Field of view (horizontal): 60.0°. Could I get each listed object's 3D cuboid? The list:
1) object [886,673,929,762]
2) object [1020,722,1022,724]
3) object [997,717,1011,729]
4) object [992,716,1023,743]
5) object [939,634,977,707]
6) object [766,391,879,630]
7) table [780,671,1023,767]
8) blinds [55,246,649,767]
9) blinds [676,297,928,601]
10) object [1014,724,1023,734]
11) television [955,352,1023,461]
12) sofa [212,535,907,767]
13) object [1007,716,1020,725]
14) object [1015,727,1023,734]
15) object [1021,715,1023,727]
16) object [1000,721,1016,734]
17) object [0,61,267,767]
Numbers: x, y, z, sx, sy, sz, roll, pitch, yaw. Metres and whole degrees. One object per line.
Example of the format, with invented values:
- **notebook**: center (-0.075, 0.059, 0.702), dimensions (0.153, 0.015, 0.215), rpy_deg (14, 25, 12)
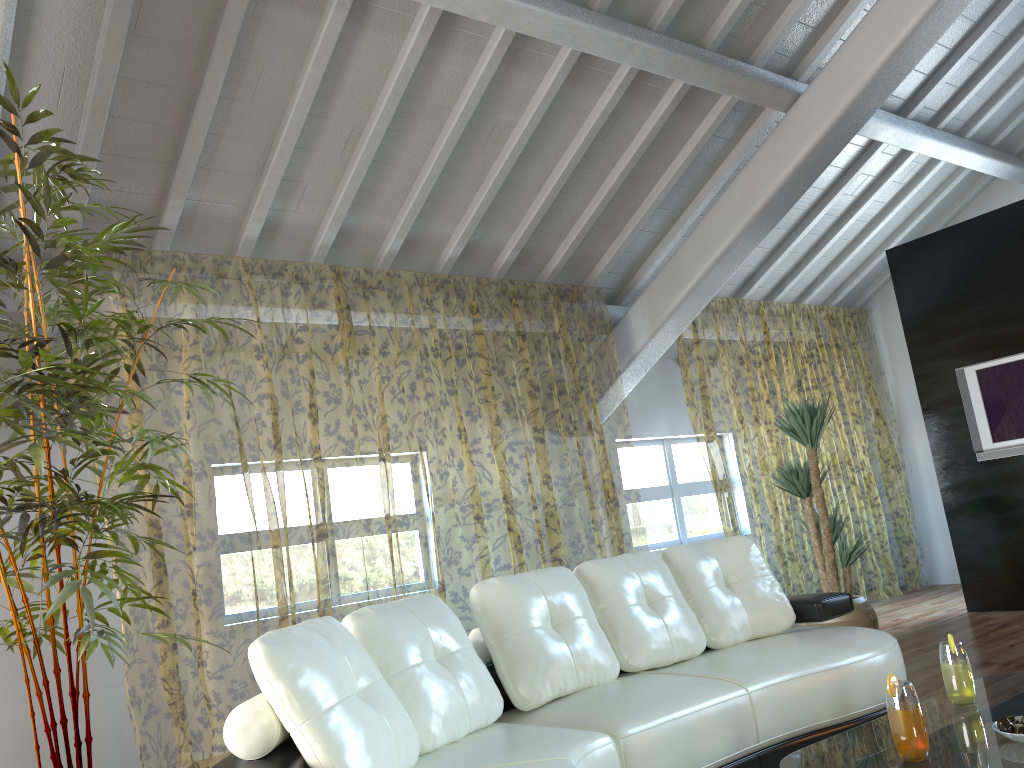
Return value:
- **object**: center (0.881, 0.744, 1.991), dimensions (0.081, 0.192, 0.075), rpy_deg (-8, -10, -3)
- **object**: center (1.184, 0.787, 2.037), dimensions (0.031, 0.031, 0.030), rpy_deg (-6, -10, -11)
- **object**: center (1.130, 0.782, 2.035), dimensions (0.030, 0.031, 0.032), rpy_deg (-3, -12, -29)
- **object**: center (1.184, 0.783, 1.999), dimensions (0.178, 0.031, 0.178), rpy_deg (2, -14, -45)
- **object**: center (1.198, 0.770, 2.394), dimensions (0.081, 0.192, 0.075), rpy_deg (-2, -12, -33)
- **object**: center (1.926, 0.853, 5.578), dimensions (0.564, 1.586, 0.588), rpy_deg (-7, -10, -5)
- **table**: center (1.393, 0.902, 1.916), dimensions (1.201, 0.290, 1.201), rpy_deg (-1, -12, -35)
- **blinds**: center (-0.554, 0.582, 4.947), dimensions (3.505, 2.546, 0.306), rpy_deg (0, -13, -38)
- **blinds**: center (2.422, 0.560, 7.260), dimensions (2.780, 2.546, 0.306), rpy_deg (0, -13, -38)
- **object**: center (1.156, 0.789, 2.019), dimensions (0.032, 0.029, 0.032), rpy_deg (-11, -10, 14)
- **television**: center (3.486, 0.059, 5.500), dimensions (0.044, 0.639, 1.336), rpy_deg (0, -13, -38)
- **sofa**: center (0.267, 0.959, 2.680), dimensions (1.359, 0.805, 3.047), rpy_deg (-14, -12, 30)
- **object**: center (1.156, 0.784, 2.051), dimensions (0.031, 0.030, 0.032), rpy_deg (-8, -10, -4)
- **object**: center (1.146, 0.784, 1.988), dimensions (0.031, 0.030, 0.032), rpy_deg (-11, -10, 14)
- **object**: center (1.154, 0.753, 1.979), dimensions (0.030, 0.034, 0.030), rpy_deg (-15, -12, 32)
- **object**: center (1.121, 0.779, 2.006), dimensions (0.032, 0.031, 0.031), rpy_deg (-7, -10, -10)
- **object**: center (-1.445, 0.363, 2.792), dimensions (1.399, 2.473, 1.177), rpy_deg (-6, -10, -13)
